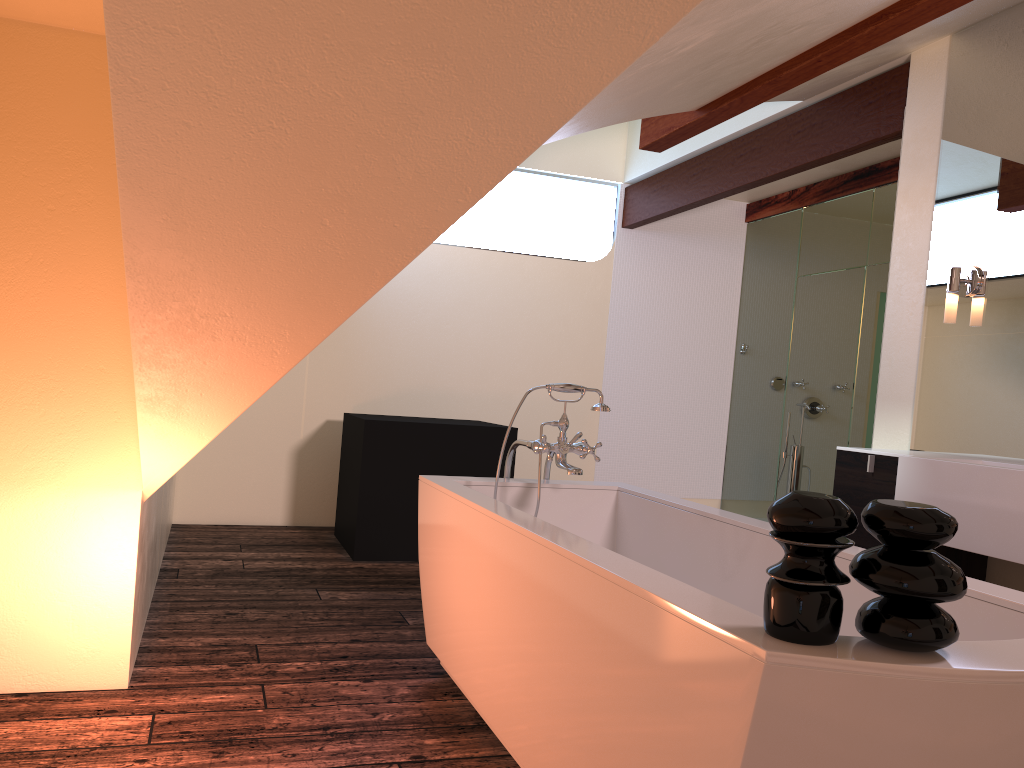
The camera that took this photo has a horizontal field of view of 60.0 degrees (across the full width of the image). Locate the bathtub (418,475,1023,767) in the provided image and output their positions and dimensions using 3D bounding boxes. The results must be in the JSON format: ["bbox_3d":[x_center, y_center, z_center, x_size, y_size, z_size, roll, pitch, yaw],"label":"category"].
[{"bbox_3d":[0.373,0.753,2.241,0.799,0.694,2.213,4,0,-19],"label":"bathtub"}]

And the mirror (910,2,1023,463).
[{"bbox_3d":[2.188,-0.592,2.006,0.011,1.845,3.229,4,0,-19],"label":"mirror"}]

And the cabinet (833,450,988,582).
[{"bbox_3d":[1.679,0.770,2.621,0.386,0.923,1.853,4,0,-19],"label":"cabinet"}]

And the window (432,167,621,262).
[{"bbox_3d":[0.307,-1.313,4.411,2.109,0.677,3.513,5,0,-19],"label":"window"}]

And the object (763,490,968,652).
[{"bbox_3d":[0.497,0.292,1.258,0.276,0.229,0.156,5,1,11],"label":"object"}]

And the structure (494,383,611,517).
[{"bbox_3d":[0.107,0.554,3.146,0.384,1.121,0.553,4,1,-4],"label":"structure"}]

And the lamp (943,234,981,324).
[{"bbox_3d":[1.678,-0.434,3.332,0.083,0.366,0.131,4,2,-19],"label":"lamp"}]

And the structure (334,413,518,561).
[{"bbox_3d":[-0.537,0.667,5.264,0.870,0.861,0.799,4,1,-19],"label":"structure"}]

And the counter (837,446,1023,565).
[{"bbox_3d":[1.677,0.442,2.602,0.442,0.296,1.853,4,0,-19],"label":"counter"}]
